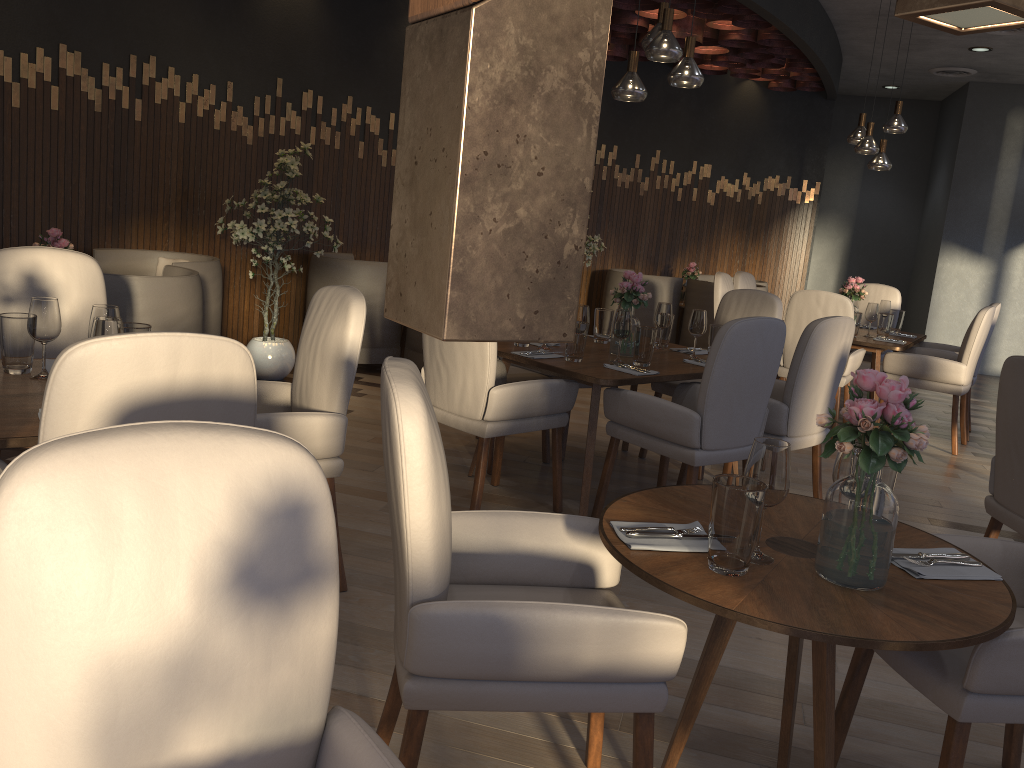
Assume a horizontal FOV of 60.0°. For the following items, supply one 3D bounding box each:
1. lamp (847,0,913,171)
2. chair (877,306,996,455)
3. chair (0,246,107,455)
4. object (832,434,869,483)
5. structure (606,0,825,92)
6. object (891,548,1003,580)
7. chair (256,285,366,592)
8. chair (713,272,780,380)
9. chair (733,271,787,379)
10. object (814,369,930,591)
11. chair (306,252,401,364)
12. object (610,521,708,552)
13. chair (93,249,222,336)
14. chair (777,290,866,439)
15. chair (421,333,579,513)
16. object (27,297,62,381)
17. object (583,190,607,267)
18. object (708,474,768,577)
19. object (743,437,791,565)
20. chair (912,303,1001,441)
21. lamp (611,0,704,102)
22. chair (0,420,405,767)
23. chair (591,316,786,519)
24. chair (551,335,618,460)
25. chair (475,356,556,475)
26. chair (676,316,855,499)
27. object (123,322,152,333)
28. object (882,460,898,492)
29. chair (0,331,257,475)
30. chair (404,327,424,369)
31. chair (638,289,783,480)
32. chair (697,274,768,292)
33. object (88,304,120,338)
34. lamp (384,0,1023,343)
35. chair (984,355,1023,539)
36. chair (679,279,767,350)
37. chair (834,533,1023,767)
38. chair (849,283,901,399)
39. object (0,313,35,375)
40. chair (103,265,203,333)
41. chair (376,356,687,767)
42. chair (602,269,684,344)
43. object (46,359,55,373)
[{"bbox_3d":[2.687,-2.224,6.363,0.439,1.319,0.441,-1,12,-37],"label":"lamp"},{"bbox_3d":[2.914,-0.084,6.122,0.601,0.995,0.529,12,12,33],"label":"chair"},{"bbox_3d":[-1.650,0.037,3.154,0.528,0.995,0.603,0,12,-32],"label":"chair"},{"bbox_3d":[0.732,0.232,1.905,0.092,0.243,0.093,7,10,8],"label":"object"},{"bbox_3d":[0.013,-3.002,6.189,2.766,0.554,9.465,16,15,43],"label":"structure"},{"bbox_3d":[0.872,0.370,1.861,0.255,0.019,0.158,3,11,-12],"label":"object"},{"bbox_3d":[-0.839,0.162,2.937,0.600,0.995,0.531,0,12,-32],"label":"chair"},{"bbox_3d":[1.802,-0.328,6.789,0.601,0.995,0.530,11,11,26],"label":"chair"},{"bbox_3d":[2.085,-0.395,7.280,0.601,0.995,0.529,12,12,33],"label":"chair"},{"bbox_3d":[0.690,0.178,1.719,0.198,0.413,0.211,1,11,-28],"label":"object"},{"bbox_3d":[-1.266,-0.554,6.775,0.777,0.833,0.596,15,14,43],"label":"chair"},{"bbox_3d":[0.344,0.315,1.865,0.255,0.019,0.158,4,11,-10],"label":"object"},{"bbox_3d":[-2.093,-0.366,5.391,0.776,0.833,0.597,11,11,28],"label":"chair"},{"bbox_3d":[2.067,-0.142,5.983,0.529,0.995,0.601,11,11,27],"label":"chair"},{"bbox_3d":[-0.090,0.061,3.835,0.600,0.995,0.530,-4,14,-44],"label":"chair"},{"bbox_3d":[-1.407,-0.137,2.667,0.092,0.243,0.092,7,10,10],"label":"object"},{"bbox_3d":[0.429,-1.036,8.084,0.788,1.608,0.750,4,10,-9],"label":"object"},{"bbox_3d":[0.427,0.274,1.707,0.102,0.177,0.103,7,10,5],"label":"object"},{"bbox_3d":[0.505,0.234,1.781,0.092,0.243,0.093,0,11,-30],"label":"object"},{"bbox_3d":[3.213,-0.148,6.600,0.601,0.995,0.530,11,11,28],"label":"chair"},{"bbox_3d":[0.740,-1.966,4.046,0.440,1.319,0.441,9,10,19],"label":"lamp"},{"bbox_3d":[-0.351,0.598,0.965,0.528,0.995,0.603,0,11,-29],"label":"chair"},{"bbox_3d":[0.750,0.167,3.730,0.528,0.995,0.602,-2,13,-39],"label":"chair"},{"bbox_3d":[0.299,-0.144,5.082,0.528,0.995,0.602,-2,13,-39],"label":"chair"},{"bbox_3d":[-0.114,-0.109,4.691,0.602,0.995,0.529,15,13,42],"label":"chair"},{"bbox_3d":[1.175,0.137,4.103,0.529,0.995,0.602,-4,14,-44],"label":"chair"},{"bbox_3d":[-1.172,-0.094,2.741,0.102,0.177,0.103,5,10,-5],"label":"object"},{"bbox_3d":[0.802,0.256,1.991,0.102,0.177,0.103,5,10,-6],"label":"object"},{"bbox_3d":[-0.914,0.323,2.080,0.528,0.995,0.602,-2,12,-37],"label":"chair"},{"bbox_3d":[-0.354,-0.449,6.712,0.774,0.833,0.598,-2,12,-36],"label":"chair"},{"bbox_3d":[1.134,-0.038,4.968,0.600,0.995,0.531,-2,13,-39],"label":"chair"},{"bbox_3d":[2.321,-0.682,9.276,0.595,0.833,0.778,0,12,-31],"label":"chair"},{"bbox_3d":[-1.212,-0.111,2.635,0.092,0.243,0.092,9,10,16],"label":"object"},{"bbox_3d":[0.082,-0.962,0.157,1.161,1.921,0.118,0,11,-31],"label":"lamp"},{"bbox_3d":[1.964,0.426,3.033,0.599,0.995,0.531,5,10,-5],"label":"chair"},{"bbox_3d":[2.056,-0.535,8.391,0.774,0.833,0.599,1,11,-26],"label":"chair"},{"bbox_3d":[1.143,0.549,1.988,0.599,0.995,0.531,4,10,-10],"label":"chair"},{"bbox_3d":[2.920,-0.337,7.413,0.530,0.995,0.601,12,12,33],"label":"chair"},{"bbox_3d":[-1.512,-0.123,2.711,0.102,0.177,0.103,6,10,4],"label":"object"},{"bbox_3d":[-1.881,-0.152,4.411,0.597,0.833,0.776,12,12,33],"label":"chair"},{"bbox_3d":[-0.004,0.464,1.828,0.599,0.995,0.531,4,10,-9],"label":"chair"},{"bbox_3d":[1.171,-0.668,8.610,0.595,0.833,0.778,-1,12,-36],"label":"chair"},{"bbox_3d":[-1.410,-0.058,2.849,0.157,0.019,0.256,-1,13,-32],"label":"object"}]
